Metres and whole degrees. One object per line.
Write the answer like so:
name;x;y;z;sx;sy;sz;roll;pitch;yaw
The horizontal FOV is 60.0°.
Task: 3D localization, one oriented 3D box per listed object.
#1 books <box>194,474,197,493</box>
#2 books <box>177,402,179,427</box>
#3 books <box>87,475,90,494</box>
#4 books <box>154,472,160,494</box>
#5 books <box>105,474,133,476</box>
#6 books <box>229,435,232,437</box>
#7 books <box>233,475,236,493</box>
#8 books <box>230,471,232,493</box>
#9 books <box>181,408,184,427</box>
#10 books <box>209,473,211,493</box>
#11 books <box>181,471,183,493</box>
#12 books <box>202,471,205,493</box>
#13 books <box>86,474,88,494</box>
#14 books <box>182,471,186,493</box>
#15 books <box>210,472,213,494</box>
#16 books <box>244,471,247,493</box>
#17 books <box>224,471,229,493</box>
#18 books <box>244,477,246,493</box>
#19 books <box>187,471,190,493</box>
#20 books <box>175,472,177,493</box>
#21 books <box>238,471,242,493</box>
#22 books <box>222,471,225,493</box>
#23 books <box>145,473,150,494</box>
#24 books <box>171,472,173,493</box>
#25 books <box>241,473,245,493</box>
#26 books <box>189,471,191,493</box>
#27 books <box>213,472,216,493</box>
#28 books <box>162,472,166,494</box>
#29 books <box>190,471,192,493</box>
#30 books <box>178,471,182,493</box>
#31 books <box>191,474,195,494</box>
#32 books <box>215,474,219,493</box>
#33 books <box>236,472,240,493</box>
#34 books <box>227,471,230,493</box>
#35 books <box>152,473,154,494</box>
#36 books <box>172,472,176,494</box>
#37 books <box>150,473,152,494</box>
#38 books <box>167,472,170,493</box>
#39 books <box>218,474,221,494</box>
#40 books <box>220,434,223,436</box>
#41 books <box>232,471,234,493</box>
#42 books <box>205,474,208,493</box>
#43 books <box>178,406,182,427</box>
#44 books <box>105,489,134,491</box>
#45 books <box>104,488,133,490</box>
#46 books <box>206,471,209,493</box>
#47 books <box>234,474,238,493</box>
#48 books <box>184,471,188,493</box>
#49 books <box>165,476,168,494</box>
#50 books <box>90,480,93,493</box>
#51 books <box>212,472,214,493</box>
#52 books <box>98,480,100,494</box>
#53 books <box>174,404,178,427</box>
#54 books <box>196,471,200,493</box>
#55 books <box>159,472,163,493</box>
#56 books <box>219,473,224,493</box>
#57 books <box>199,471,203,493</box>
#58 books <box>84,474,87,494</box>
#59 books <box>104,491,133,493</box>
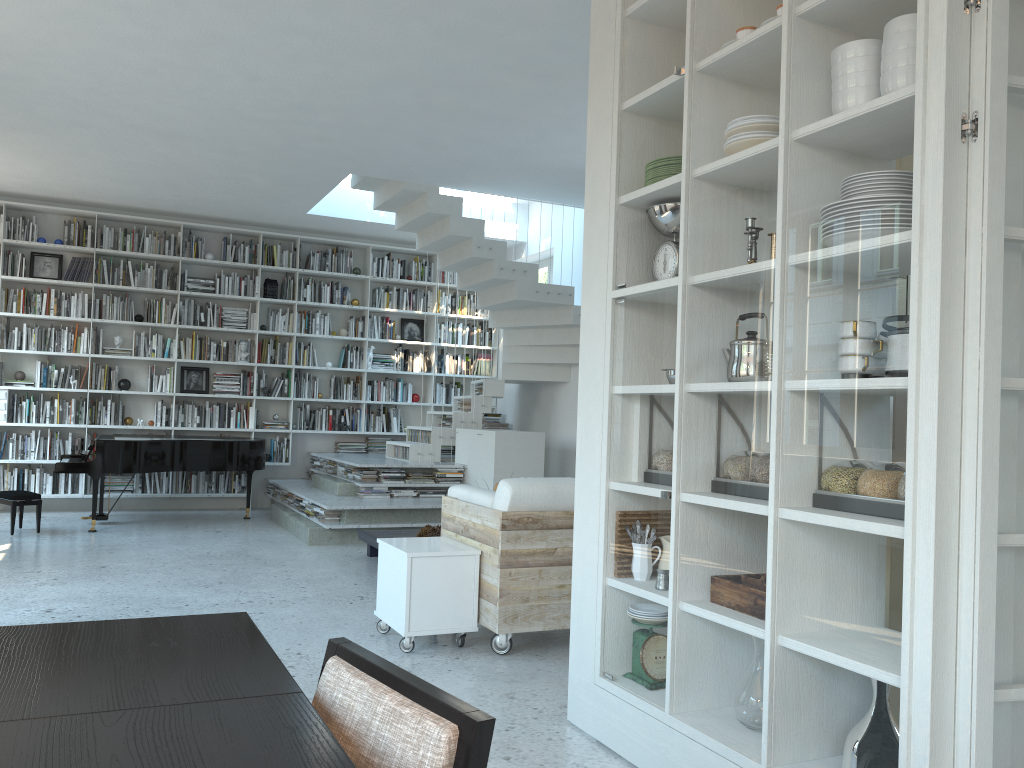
books;-3.512;1.103;9.815;0.030;0.196;0.143;3;-2;-25
books;-3.669;0.332;9.730;0.011;0.275;0.146;3;-2;-25
books;-4.469;1.053;9.361;0.025;0.198;0.160;3;-2;-25
books;-3.862;1.045;9.633;0.073;0.275;0.181;3;-2;-25
books;-4.195;0.977;9.477;0.285;0.005;0.159;3;-2;-20
books;-3.151;0.720;9.898;0.015;0.293;0.169;3;-2;-25
books;-3.135;1.125;9.974;0.024;0.191;0.155;3;-2;-25
books;-3.170;1.100;9.963;0.028;0.238;0.140;3;-2;-25
books;-3.630;0.367;9.749;0.024;0.208;0.170;3;-2;-25
books;-3.370;1.102;9.860;0.022;0.213;0.167;3;-2;-25
books;-3.629;1.026;9.741;0.012;0.337;0.144;3;-2;-25
books;-3.430;1.075;9.844;0.028;0.261;0.132;3;-2;-25
books;-4.486;1.036;9.357;0.012;0.230;0.138;3;-2;-25
books;-3.610;1.040;9.751;0.034;0.311;0.170;3;-2;-25
books;-3.348;1.041;9.861;0.014;0.335;0.183;3;-2;-25
books;-2.973;1.092;9.973;0.038;0.269;0.277;3;-2;-25
books;-3.203;1.091;9.917;0.044;0.251;0.187;3;-2;-25
books;-3.031;1.135;10.022;0.023;0.182;0.148;3;-2;-25
books;-3.573;1.079;9.776;0.012;0.239;0.128;3;-2;-25
books;-3.681;1.042;9.707;0.014;0.300;0.184;3;-2;-25
books;-3.069;1.096;9.997;0.013;0.256;0.176;3;-2;-25
books;-3.231;1.069;9.915;0.011;0.292;0.184;3;-2;-25
books;-3.944;1.052;9.591;0.062;0.253;0.177;3;-2;-25
books;-3.727;1.072;9.711;0.010;0.237;0.134;3;-2;-25
books;-3.049;1.116;10.000;0.029;0.217;0.191;3;-2;-25
books;-3.563;1.061;9.786;0.012;0.276;0.154;3;-2;-25
books;-3.326;1.080;9.890;0.024;0.262;0.131;3;-2;-25
books;-3.788;1.056;9.648;0.024;0.260;0.189;3;-2;-25
books;-3.553;1.072;9.791;0.012;0.255;0.150;3;-2;-25
books;-3.651;1.062;9.742;0.025;0.263;0.145;3;-2;-25
books;-3.525;1.097;9.776;0.028;0.206;0.175;3;-2;-25
books;-3.302;1.107;9.910;0.040;0.212;0.129;3;-2;-25
books;-3.092;1.109;9.996;0.028;0.227;0.162;3;-2;-25
books;-3.177;1.059;9.934;0.013;0.317;0.186;3;-2;-25
books;-3.896;1.043;9.603;0.012;0.274;0.180;3;-2;-25
books;-3.700;1.063;9.698;0.026;0.256;0.183;3;-2;-25
books;-3.910;1.064;9.604;0.011;0.232;0.174;3;-2;-25
books;-3.762;1.070;9.700;0.021;0.237;0.115;3;-2;-25
books;-3.266;1.110;9.892;0.010;0.206;0.180;3;-2;-25
books;-3.233;0.711;9.855;0.013;0.303;0.181;3;-2;-25
books;-3.146;1.091;9.958;0.011;0.258;0.171;3;-2;-25
books;-3.406;1.105;9.853;0.024;0.203;0.144;3;-2;-25
books;-3.648;0.353;9.728;0.027;0.234;0.167;3;-2;-25
books;-4.203;1.127;9.475;0.285;0.007;0.159;3;-2;-29
books;-4.200;1.121;9.474;0.285;0.007;0.159;3;-2;-20
books;-3.382;1.065;9.850;0.013;0.285;0.185;3;-2;-25
books;-3.110;1.119;9.974;0.022;0.205;0.191;3;-2;-25
books;-3.590;1.074;9.772;0.022;0.247;0.144;3;-2;-25
books;-3.775;1.097;9.672;0.024;0.179;0.171;3;-2;-25
books;-4.431;1.061;9.370;0.053;0.184;0.148;3;-2;-25
books;-3.337;1.066;9.868;0.014;0.288;0.184;3;-2;-25
books;-4.376;1.043;9.403;0.027;0.227;0.139;3;-2;-25
books;-3.691;0.347;9.727;0.029;0.244;0.154;3;-2;-25
books;-3.480;1.056;9.818;0.026;0.294;0.155;3;-2;-25
books;-3.823;1.056;9.666;0.025;0.259;0.132;3;-2;-25
books;-3.250;1.109;9.905;0.029;0.210;0.170;3;-2;-25
books;-3.457;1.087;9.832;0.030;0.234;0.138;3;-2;-25
books;-4.495;1.008;9.350;0.012;0.285;0.159;3;-2;-25
books;-4.208;1.155;9.483;0.285;0.007;0.159;3;-2;-25
